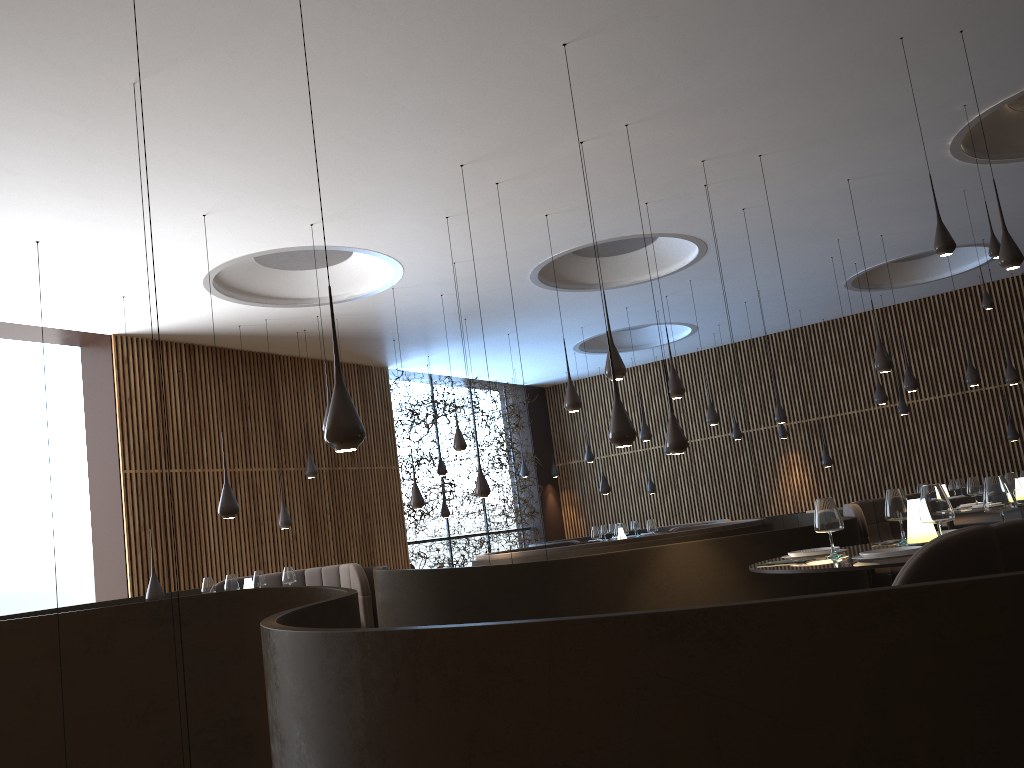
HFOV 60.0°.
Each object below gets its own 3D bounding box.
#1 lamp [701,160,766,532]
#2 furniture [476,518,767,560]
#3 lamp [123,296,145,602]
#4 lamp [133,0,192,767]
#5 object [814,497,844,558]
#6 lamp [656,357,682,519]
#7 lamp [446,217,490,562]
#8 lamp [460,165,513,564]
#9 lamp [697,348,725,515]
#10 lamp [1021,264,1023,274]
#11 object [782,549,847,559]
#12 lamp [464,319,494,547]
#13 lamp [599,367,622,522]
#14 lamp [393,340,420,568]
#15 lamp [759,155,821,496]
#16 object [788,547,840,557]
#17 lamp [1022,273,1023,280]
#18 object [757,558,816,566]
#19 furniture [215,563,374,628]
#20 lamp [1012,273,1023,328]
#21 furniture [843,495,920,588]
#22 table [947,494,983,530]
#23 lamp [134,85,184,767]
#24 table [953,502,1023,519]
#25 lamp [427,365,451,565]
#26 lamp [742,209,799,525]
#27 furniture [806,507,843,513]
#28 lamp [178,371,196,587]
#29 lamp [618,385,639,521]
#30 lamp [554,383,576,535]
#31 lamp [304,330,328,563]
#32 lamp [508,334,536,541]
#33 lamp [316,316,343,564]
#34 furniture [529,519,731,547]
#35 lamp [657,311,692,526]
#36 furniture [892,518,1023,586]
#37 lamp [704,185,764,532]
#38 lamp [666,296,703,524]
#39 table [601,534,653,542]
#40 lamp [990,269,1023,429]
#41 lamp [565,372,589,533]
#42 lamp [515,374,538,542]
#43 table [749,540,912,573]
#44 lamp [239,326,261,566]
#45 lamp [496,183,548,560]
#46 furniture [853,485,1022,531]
[{"bbox_3d":[2.326,0.823,8.479,0.196,6.253,0.196,-10,-9,18],"label":"lamp"},{"bbox_3d":[1.502,2.596,11.795,3.882,1.114,3.803,-9,-10,8],"label":"furniture"},{"bbox_3d":[-4.316,2.010,10.320,0.196,6.253,0.196,-9,-8,8],"label":"lamp"},{"bbox_3d":[-1.668,0.327,4.292,0.196,6.253,0.196,0,-11,-41],"label":"lamp"},{"bbox_3d":[1.590,0.719,4.445,0.142,0.294,0.142,-10,-9,18],"label":"object"},{"bbox_3d":[3.573,2.471,19.024,0.196,6.253,0.196,0,-11,-41],"label":"lamp"},{"bbox_3d":[-0.296,1.274,9.104,0.196,6.253,0.196,-14,-10,38],"label":"lamp"},{"bbox_3d":[-0.067,1.027,7.841,0.196,6.253,0.197,-4,-9,-21],"label":"lamp"},{"bbox_3d":[4.406,2.302,18.677,0.196,6.253,0.196,-2,-10,-31],"label":"lamp"},{"bbox_3d":[8.959,0.982,14.465,0.196,6.253,0.196,0,-11,-41],"label":"lamp"},{"bbox_3d":[1.588,0.895,4.655,0.333,0.014,0.332,-16,-13,41],"label":"object"},{"bbox_3d":[-0.336,2.044,13.557,0.196,6.253,0.196,-6,-8,-12],"label":"lamp"},{"bbox_3d":[2.358,2.701,19.437,0.196,6.253,0.196,-10,-9,18],"label":"lamp"},{"bbox_3d":[-1.566,2.342,14.353,0.196,6.253,0.196,-9,-8,8],"label":"lamp"},{"bbox_3d":[2.915,0.756,8.536,0.196,6.253,0.196,-10,-9,18],"label":"lamp"},{"bbox_3d":[1.587,0.886,4.656,0.263,0.029,0.264,-8,-10,3],"label":"object"},{"bbox_3d":[7.252,1.577,11.451,0.196,6.253,0.196,-6,-8,-12],"label":"lamp"},{"bbox_3d":[1.373,0.894,4.442,0.263,0.017,0.126,-16,-13,41],"label":"object"},{"bbox_3d":[-2.564,2.664,10.034,2.537,1.056,0.932,-13,-10,29],"label":"furniture"},{"bbox_3d":[9.345,1.094,15.412,0.196,6.253,0.196,-2,-10,-31],"label":"lamp"},{"bbox_3d":[4.480,1.843,10.242,0.934,1.056,2.533,-15,-12,38],"label":"furniture"},{"bbox_3d":[6.957,2.332,14.020,1.675,1.020,1.676,-11,-10,23],"label":"table"},{"bbox_3d":[-2.290,0.672,5.824,0.196,6.253,0.196,0,-11,-41],"label":"lamp"},{"bbox_3d":[4.974,1.629,8.415,1.671,1.020,1.680,-4,-10,-22],"label":"table"},{"bbox_3d":[-1.239,2.704,16.710,0.196,6.253,0.196,-2,-10,-31],"label":"lamp"},{"bbox_3d":[3.154,0.990,10.084,0.196,6.253,0.197,-4,-9,-21],"label":"lamp"},{"bbox_3d":[5.319,2.399,13.642,0.900,1.043,2.543,-5,-10,-15],"label":"furniture"},{"bbox_3d":[-4.140,2.894,11.654,0.196,6.253,0.196,-9,-8,8],"label":"lamp"},{"bbox_3d":[2.648,2.572,18.903,0.196,6.253,0.196,0,-11,-41],"label":"lamp"},{"bbox_3d":[1.415,3.037,20.672,0.196,6.253,0.196,-2,-10,-31],"label":"lamp"},{"bbox_3d":[-2.728,2.253,12.951,0.196,6.253,0.196,-15,-11,41],"label":"lamp"},{"bbox_3d":[0.341,2.201,14.986,0.196,6.253,0.196,-6,-8,-12],"label":"lamp"},{"bbox_3d":[-2.391,2.097,12.296,0.196,6.253,0.197,-3,-9,-28],"label":"lamp"},{"bbox_3d":[2.310,3.306,16.684,3.886,1.043,3.803,-9,-10,10],"label":"furniture"},{"bbox_3d":[2.900,1.821,14.725,0.196,6.253,0.197,-4,-9,-21],"label":"lamp"},{"bbox_3d":[2.952,0.865,3.529,4.242,1.117,1.475,2,-13,-43],"label":"furniture"},{"bbox_3d":[2.497,0.917,9.154,0.196,6.253,0.196,-2,-10,-31],"label":"lamp"},{"bbox_3d":[2.881,1.659,13.771,0.196,6.253,0.197,-4,-9,-21],"label":"lamp"},{"bbox_3d":[2.167,3.449,16.871,1.671,1.020,1.679,-7,-9,-6],"label":"table"},{"bbox_3d":[8.661,1.092,14.879,0.196,6.253,0.196,0,-11,-41],"label":"lamp"},{"bbox_3d":[1.619,2.806,19.486,0.196,6.253,0.196,-2,-10,-31],"label":"lamp"},{"bbox_3d":[0.462,2.764,18.356,0.196,6.253,0.196,-2,-10,-31],"label":"lamp"},{"bbox_3d":[2.073,1.292,4.242,1.678,1.020,1.673,-16,-12,41],"label":"table"},{"bbox_3d":[-3.500,2.236,12.260,0.196,6.253,0.196,-15,-11,41],"label":"lamp"},{"bbox_3d":[0.255,1.075,8.367,0.196,6.253,0.196,-14,-10,38],"label":"lamp"},{"bbox_3d":[7.611,2.193,14.420,1.979,1.043,3.952,-3,-10,-25],"label":"furniture"}]
